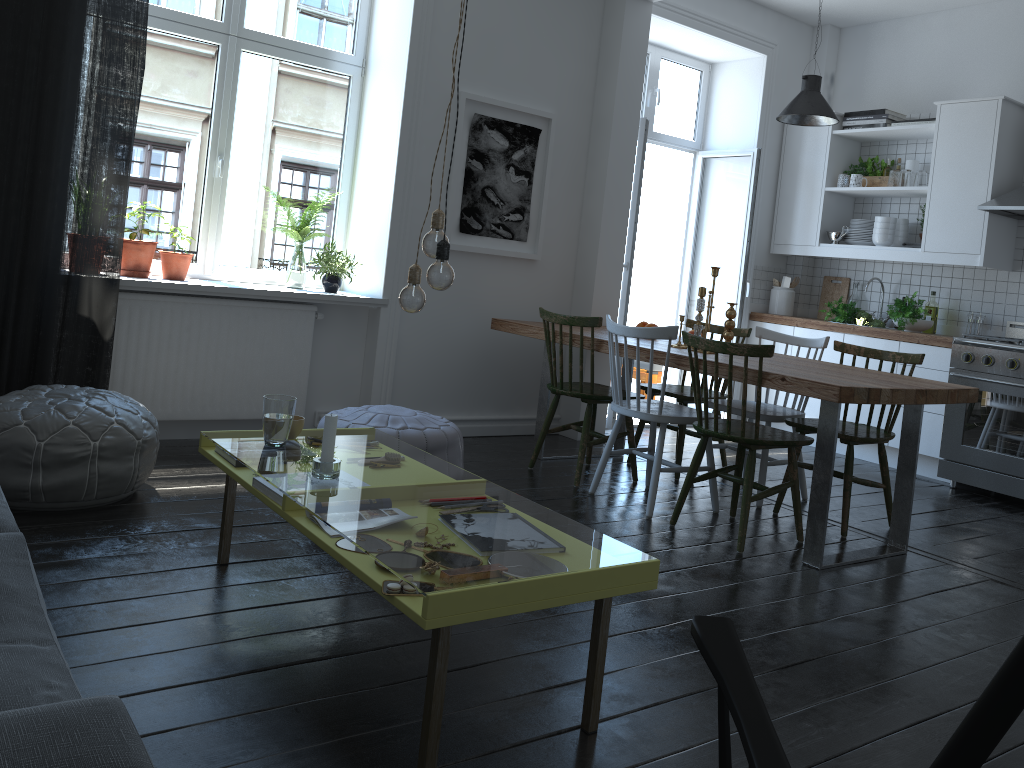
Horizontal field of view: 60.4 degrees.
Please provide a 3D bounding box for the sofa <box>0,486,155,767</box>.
[{"bbox_3d":[-1.427,0.297,1.506,1.080,0.720,2.400,2,8,-36],"label":"sofa"}]

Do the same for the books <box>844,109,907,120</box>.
[{"bbox_3d":[2.579,-1.898,6.254,0.258,0.038,0.329,1,9,-34],"label":"books"}]

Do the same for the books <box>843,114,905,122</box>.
[{"bbox_3d":[2.586,-1.862,6.247,0.286,0.030,0.355,1,9,-36],"label":"books"}]

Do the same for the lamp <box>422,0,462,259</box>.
[{"bbox_3d":[-0.129,-1.081,2.373,0.074,1.493,0.074,6,1,10],"label":"lamp"}]

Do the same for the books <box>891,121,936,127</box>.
[{"bbox_3d":[2.788,-1.728,5.945,0.260,0.038,0.354,1,9,-37],"label":"books"}]

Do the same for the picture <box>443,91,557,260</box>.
[{"bbox_3d":[-0.077,-1.201,5.163,0.684,0.885,0.084,4,2,-36],"label":"picture"}]

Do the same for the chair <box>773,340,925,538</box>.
[{"bbox_3d":[1.566,0.229,4.121,0.483,0.825,0.472,4,3,-38],"label":"chair"}]

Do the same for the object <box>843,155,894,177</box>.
[{"bbox_3d":[2.544,-1.514,6.331,0.351,0.253,0.163,11,5,44],"label":"object"}]

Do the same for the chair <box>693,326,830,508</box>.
[{"bbox_3d":[1.294,0.137,4.528,0.507,0.840,0.470,4,3,-36],"label":"chair"}]

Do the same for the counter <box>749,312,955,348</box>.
[{"bbox_3d":[2.749,-0.238,5.376,0.843,0.073,3.134,1,9,-36],"label":"counter"}]

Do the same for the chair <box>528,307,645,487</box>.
[{"bbox_3d":[0.383,0.055,4.459,0.483,0.825,0.472,4,3,-38],"label":"chair"}]

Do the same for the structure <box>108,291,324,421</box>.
[{"bbox_3d":[-1.447,-0.107,4.323,1.060,0.626,0.074,2,3,-36],"label":"structure"}]

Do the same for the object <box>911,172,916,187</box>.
[{"bbox_3d":[2.692,-1.364,5.919,0.086,0.119,0.086,8,3,22],"label":"object"}]

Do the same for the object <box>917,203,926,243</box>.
[{"bbox_3d":[2.828,-1.068,5.925,0.171,0.365,0.166,6,2,1],"label":"object"}]

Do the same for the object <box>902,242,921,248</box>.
[{"bbox_3d":[2.697,-0.911,5.857,0.276,0.042,0.248,-1,10,-43],"label":"object"}]

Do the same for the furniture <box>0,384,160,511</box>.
[{"bbox_3d":[-1.675,0.212,3.279,0.677,0.381,0.686,2,7,-36],"label":"furniture"}]

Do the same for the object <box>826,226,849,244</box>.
[{"bbox_3d":[2.304,-1.052,6.235,0.101,0.134,0.212,5,6,-24],"label":"object"}]

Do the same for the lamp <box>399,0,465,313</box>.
[{"bbox_3d":[-0.187,-0.934,2.390,0.088,1.493,0.075,6,1,-12],"label":"lamp"}]

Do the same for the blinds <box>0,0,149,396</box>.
[{"bbox_3d":[-1.941,-1.185,3.617,0.800,2.966,0.113,5,1,-38],"label":"blinds"}]

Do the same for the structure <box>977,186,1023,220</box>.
[{"bbox_3d":[3.249,-1.634,5.155,0.526,1.301,0.639,5,2,-36],"label":"structure"}]

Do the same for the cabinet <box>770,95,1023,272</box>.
[{"bbox_3d":[3.001,-0.524,5.126,0.776,2.361,3.833,5,5,-33],"label":"cabinet"}]

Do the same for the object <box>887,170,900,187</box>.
[{"bbox_3d":[2.582,-1.380,5.943,0.086,0.119,0.087,6,3,-13],"label":"object"}]

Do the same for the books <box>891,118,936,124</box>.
[{"bbox_3d":[2.798,-1.754,5.951,0.273,0.016,0.345,1,9,-35],"label":"books"}]

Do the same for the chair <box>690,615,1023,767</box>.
[{"bbox_3d":[0.452,0.469,0.714,0.613,1.002,0.909,7,4,8],"label":"chair"}]

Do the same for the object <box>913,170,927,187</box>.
[{"bbox_3d":[2.708,-1.351,5.834,0.086,0.119,0.086,8,3,22],"label":"object"}]

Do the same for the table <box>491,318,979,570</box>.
[{"bbox_3d":[0.902,0.178,4.367,1.014,0.713,2.252,2,8,-36],"label":"table"}]

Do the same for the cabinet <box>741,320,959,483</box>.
[{"bbox_3d":[2.753,0.194,5.410,0.726,0.810,3.220,4,7,-28],"label":"cabinet"}]

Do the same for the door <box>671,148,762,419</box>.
[{"bbox_3d":[1.506,-0.749,6.586,0.104,2.021,0.590,6,1,-42],"label":"door"}]

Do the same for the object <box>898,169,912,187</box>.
[{"bbox_3d":[2.620,-1.365,5.865,0.086,0.119,0.087,6,3,-13],"label":"object"}]

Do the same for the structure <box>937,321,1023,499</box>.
[{"bbox_3d":[3.003,0.162,5.086,0.719,1.016,0.707,4,4,-36],"label":"structure"}]

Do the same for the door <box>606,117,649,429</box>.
[{"bbox_3d":[0.595,-0.760,5.920,0.104,2.021,0.590,6,1,-31],"label":"door"}]

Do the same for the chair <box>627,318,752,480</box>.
[{"bbox_3d":[0.983,0.062,4.896,0.483,0.825,0.472,4,3,-38],"label":"chair"}]

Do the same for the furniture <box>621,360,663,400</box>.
[{"bbox_3d":[1.022,-0.071,7.647,0.399,0.373,0.931,3,7,-36],"label":"furniture"}]

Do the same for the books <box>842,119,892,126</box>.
[{"bbox_3d":[2.566,-1.833,6.249,0.258,0.030,0.332,0,9,-38],"label":"books"}]

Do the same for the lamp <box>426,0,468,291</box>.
[{"bbox_3d":[-0.109,-0.988,2.316,0.074,1.493,0.086,6,1,15],"label":"lamp"}]

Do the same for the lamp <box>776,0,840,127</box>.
[{"bbox_3d":[1.206,-1.572,6.541,0.490,2.502,2.729,6,4,-36],"label":"lamp"}]

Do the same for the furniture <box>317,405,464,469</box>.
[{"bbox_3d":[-0.500,0.310,3.578,0.613,0.418,0.616,1,7,-42],"label":"furniture"}]

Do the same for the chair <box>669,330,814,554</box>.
[{"bbox_3d":[0.966,0.221,3.684,0.483,0.825,0.472,4,3,-38],"label":"chair"}]

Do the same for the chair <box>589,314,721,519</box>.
[{"bbox_3d":[0.657,0.130,4.051,0.507,0.840,0.470,4,3,-36],"label":"chair"}]

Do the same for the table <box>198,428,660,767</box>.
[{"bbox_3d":[-0.341,0.468,2.351,0.598,0.397,1.416,2,8,-36],"label":"table"}]

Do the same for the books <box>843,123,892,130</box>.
[{"bbox_3d":[2.576,-1.794,6.246,0.258,0.044,0.355,1,9,-34],"label":"books"}]

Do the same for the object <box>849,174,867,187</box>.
[{"bbox_3d":[2.429,-1.418,6.183,0.109,0.100,0.082,10,5,43],"label":"object"}]
